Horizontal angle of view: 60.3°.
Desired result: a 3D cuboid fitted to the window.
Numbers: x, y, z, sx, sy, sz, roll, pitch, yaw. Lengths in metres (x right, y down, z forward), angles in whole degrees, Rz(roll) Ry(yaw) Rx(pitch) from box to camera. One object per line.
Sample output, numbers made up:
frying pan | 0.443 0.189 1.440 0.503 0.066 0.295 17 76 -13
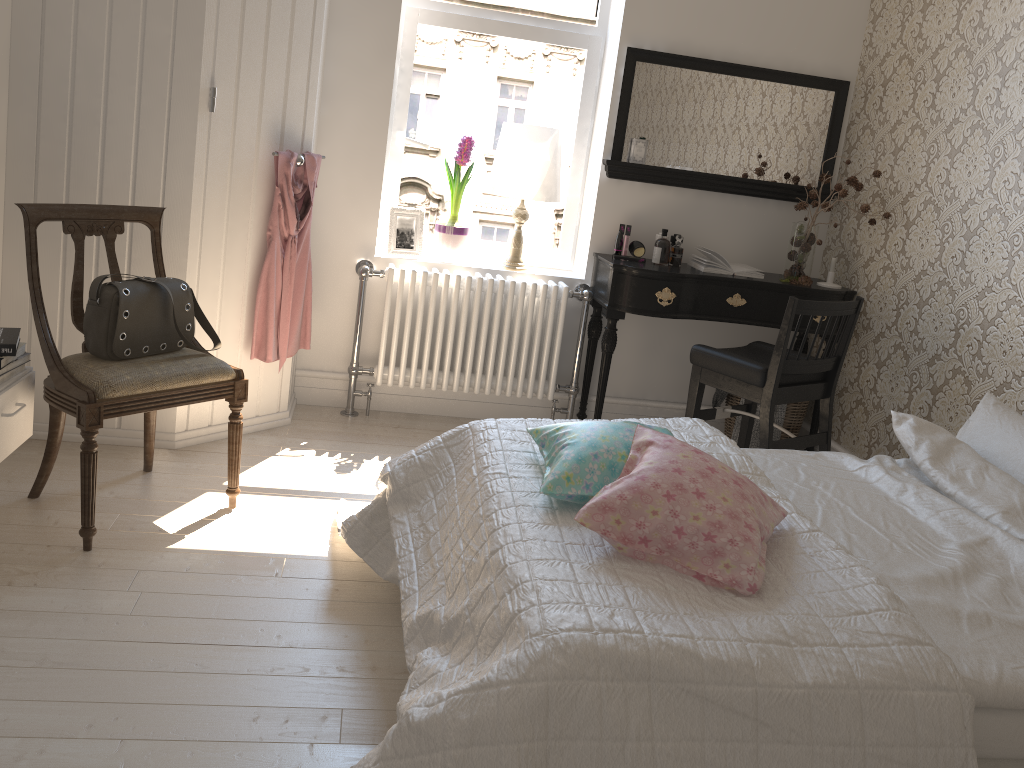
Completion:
window | -0.055 -1.443 4.037 0.947 1.754 0.112 6 10 -10

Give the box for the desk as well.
desk | 0.887 -0.093 3.948 1.103 0.810 0.444 5 11 -10

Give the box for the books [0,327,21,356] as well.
books | -1.479 -0.117 2.380 0.258 0.032 0.195 0 16 -26

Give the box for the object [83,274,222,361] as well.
object | -1.088 -0.214 2.674 0.215 0.244 0.403 16 16 34

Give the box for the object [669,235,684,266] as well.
object | 0.731 -0.590 3.902 0.055 0.136 0.054 13 12 29

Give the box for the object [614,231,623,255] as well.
object | 0.474 -0.618 3.905 0.031 0.118 0.055 13 12 28

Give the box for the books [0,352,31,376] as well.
books | -1.485 -0.063 2.387 0.258 0.022 0.216 6 15 -5

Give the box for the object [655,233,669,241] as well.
object | 0.667 -0.612 3.961 0.058 0.132 0.058 16 14 40

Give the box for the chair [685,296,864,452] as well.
chair | 0.981 0.046 3.400 0.457 0.847 0.465 -1 14 -39

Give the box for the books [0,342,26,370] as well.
books | -1.473 -0.086 2.382 0.239 0.027 0.195 5 15 -12

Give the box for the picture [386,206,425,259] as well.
picture | -0.473 -0.672 3.927 0.176 0.222 0.050 1 12 -29

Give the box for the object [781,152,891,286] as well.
object | 1.362 -0.689 3.772 0.317 0.589 0.551 -1 15 -38

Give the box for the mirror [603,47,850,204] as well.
mirror | 0.984 -1.142 3.957 1.116 0.563 0.067 5 10 -9

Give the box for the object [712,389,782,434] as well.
object | 1.085 0.108 4.023 0.366 0.327 0.309 6 12 -9

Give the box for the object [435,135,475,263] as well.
object | -0.252 -0.837 3.976 0.156 0.568 0.160 3 11 -24

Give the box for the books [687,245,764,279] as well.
books | 0.953 -0.546 3.925 0.278 0.094 0.231 6 14 -8

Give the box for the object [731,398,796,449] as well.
object | 1.132 0.139 3.997 0.293 0.350 0.352 14 14 28

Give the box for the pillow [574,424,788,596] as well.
pillow | 0.355 0.245 1.772 0.356 0.199 0.399 13 15 22

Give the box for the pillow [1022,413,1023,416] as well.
pillow | 1.565 0.297 2.152 0.310 0.348 1.280 6 15 -10

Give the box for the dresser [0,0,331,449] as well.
dresser | -1.217 -1.103 3.308 1.023 2.541 0.714 6 10 -10

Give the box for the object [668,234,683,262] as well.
object | 0.740 -0.612 4.000 0.058 0.132 0.058 16 14 40

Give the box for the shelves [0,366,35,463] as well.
shelves | -1.444 0.194 1.975 0.367 0.206 1.138 5 15 -10

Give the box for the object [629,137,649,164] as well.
object | 0.564 -1.038 3.917 0.072 0.119 0.037 7 10 -5

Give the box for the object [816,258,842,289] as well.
object | 1.403 -0.489 3.873 0.105 0.129 0.106 13 13 25

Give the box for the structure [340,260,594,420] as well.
structure | -0.189 -0.153 3.916 1.065 0.671 0.169 5 10 -9

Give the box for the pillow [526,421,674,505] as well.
pillow | 0.225 0.182 2.029 0.361 0.166 0.390 6 14 -5

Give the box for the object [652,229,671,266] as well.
object | 0.659 -0.600 3.865 0.070 0.155 0.071 5 11 -15

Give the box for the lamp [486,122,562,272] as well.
lamp | 0.049 -0.841 3.999 0.339 0.642 0.347 8 11 2

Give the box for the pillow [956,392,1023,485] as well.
pillow | 1.397 0.241 2.413 0.203 0.298 0.573 6 14 -10

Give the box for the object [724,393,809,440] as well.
object | 1.155 0.120 4.034 0.396 0.425 0.398 12 13 21

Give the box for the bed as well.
bed | 0.676 0.477 2.062 2.207 0.621 1.995 5 15 -9

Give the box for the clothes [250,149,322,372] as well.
clothes | -0.872 -0.475 3.454 0.093 0.862 0.333 11 11 19

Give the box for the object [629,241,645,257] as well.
object | 0.542 -0.591 3.904 0.080 0.084 0.083 15 14 29

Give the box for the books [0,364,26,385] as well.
books | -1.480 -0.038 2.384 0.241 0.022 0.195 6 15 -8

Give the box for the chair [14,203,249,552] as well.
chair | -1.170 -0.068 2.691 0.544 0.876 0.523 15 13 34
